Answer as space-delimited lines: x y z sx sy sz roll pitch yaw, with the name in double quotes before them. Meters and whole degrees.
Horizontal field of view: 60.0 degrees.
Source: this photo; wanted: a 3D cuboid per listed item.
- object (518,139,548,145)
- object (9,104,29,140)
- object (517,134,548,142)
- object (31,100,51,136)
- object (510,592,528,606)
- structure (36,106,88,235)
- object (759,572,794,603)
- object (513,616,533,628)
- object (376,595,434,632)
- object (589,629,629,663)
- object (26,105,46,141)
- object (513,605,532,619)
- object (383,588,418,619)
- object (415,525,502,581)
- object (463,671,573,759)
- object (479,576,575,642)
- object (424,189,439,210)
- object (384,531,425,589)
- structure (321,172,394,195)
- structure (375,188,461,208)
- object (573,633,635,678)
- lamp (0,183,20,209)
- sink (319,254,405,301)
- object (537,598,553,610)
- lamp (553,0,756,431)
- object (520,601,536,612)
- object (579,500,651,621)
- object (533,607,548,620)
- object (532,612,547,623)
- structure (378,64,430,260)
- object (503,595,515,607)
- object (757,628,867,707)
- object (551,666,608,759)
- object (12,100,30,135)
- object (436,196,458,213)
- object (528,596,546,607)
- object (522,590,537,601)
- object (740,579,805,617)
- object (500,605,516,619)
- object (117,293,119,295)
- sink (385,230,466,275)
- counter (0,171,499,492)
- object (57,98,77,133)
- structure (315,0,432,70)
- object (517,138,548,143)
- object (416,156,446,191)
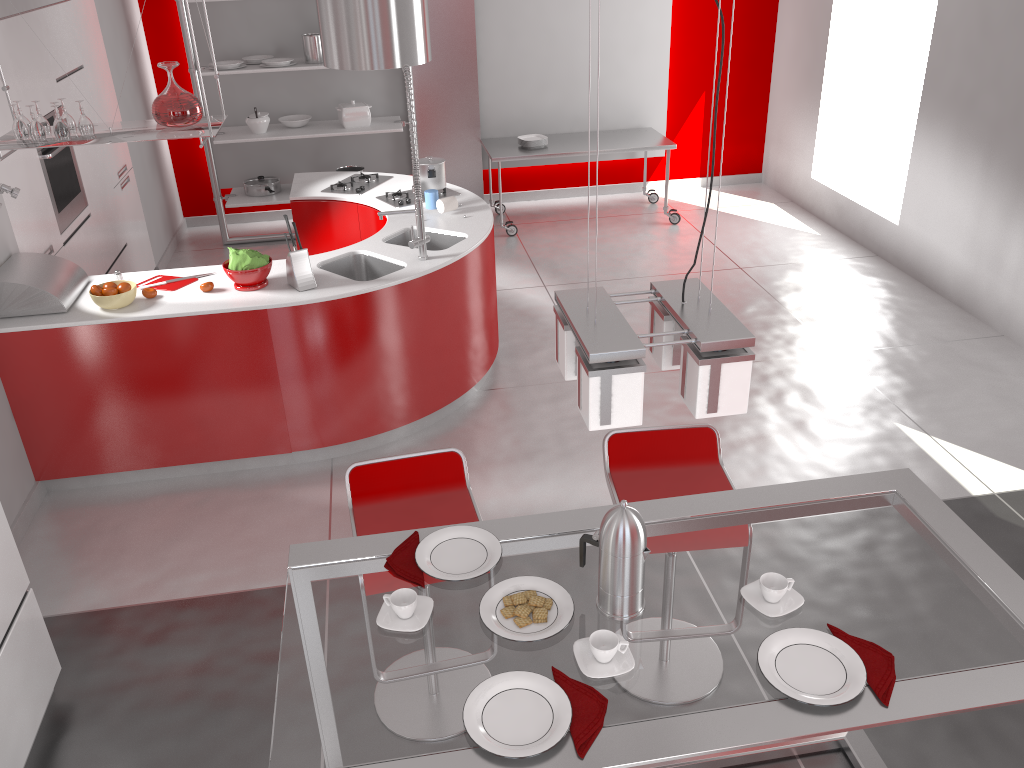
"object" 0.173 -2.039 7.441 0.228 0.020 0.228 -15 31 -23
"object" -2.083 -1.105 3.739 0.060 0.141 0.060 -6 28 -7
"object" 0.173 -2.057 7.431 0.228 0.020 0.228 -15 31 -23
"object" -2.019 -1.137 3.796 0.060 0.141 0.060 -6 28 -7
"object" 0.016 0.494 2.039 0.034 0.006 0.036 -12 29 -18
"structure" -2.538 -1.221 5.025 0.050 0.589 0.599 -6 28 -7
"object" 0.599 0.467 2.008 0.078 0.049 0.062 5 29 13
"object" 0.024 0.529 1.983 0.036 0.006 0.034 -17 31 -26
"object" -0.242 0.522 2.014 0.119 0.016 0.119 3 28 10
"object" 0.200 0.559 1.863 0.078 0.049 0.062 14 32 28
"object" -1.995 -1.091 3.706 0.060 0.141 0.060 -18 32 -27
"object" 0.023 0.513 2.002 0.036 0.006 0.034 12 31 25
"object" -0.250 0.501 2.002 0.078 0.049 0.062 -6 28 -8
"object" -0.132 0.421 2.196 0.217 0.015 0.217 12 31 25
"object" 0.011 0.652 1.749 0.217 0.015 0.217 -19 32 -28
"object" 0.033 0.512 2.013 0.217 0.015 0.217 12 31 25
"object" -0.477 -1.084 5.194 0.080 0.100 0.109 -20 33 -31
"object" -0.269 0.434 2.184 0.095 0.012 0.234 -6 28 -7
"structure" -1.006 -1.321 5.787 0.303 0.037 0.457 8 30 19
"structure" -0.581 -1.182 5.495 0.457 0.037 0.303 -19 32 -29
"object" 0.194 0.578 1.877 0.119 0.016 0.119 -7 28 -10
"lamp" -2.285 -0.812 3.906 0.155 0.081 0.454 -6 28 -7
"sink" -0.749 -0.501 4.485 0.428 0.172 0.326 21 36 37
"object" 0.076 0.503 2.030 0.034 0.006 0.036 4 28 12
"lamp" 0.246 -0.452 1.508 0.304 1.025 0.304 -6 28 -7
"object" 0.036 0.508 2.023 0.036 0.006 0.034 2 28 8
"object" 0.227 0.377 1.963 0.149 0.287 0.113 -2 28 0
"object" 0.064 0.516 1.994 0.034 0.006 0.036 0 28 3
"object" 0.062 0.523 1.993 0.034 0.006 0.036 -4 28 -4
"structure" -0.512 -1.058 4.311 0.178 0.920 0.308 16 33 31
"object" -0.003 0.499 2.043 0.036 0.006 0.034 -6 28 -7
"object" 0.618 0.585 1.833 0.217 0.015 0.217 5 29 14
"object" 0.148 0.641 1.765 0.095 0.012 0.234 -7 28 -8
"object" -2.107 -1.143 3.812 0.060 0.141 0.060 -6 28 -7
"object" -0.382 -1.038 5.118 0.100 0.080 0.109 -22 34 -33
"object" 0.057 0.497 2.030 0.036 0.006 0.034 5 29 14
"object" 0.040 0.491 2.055 0.036 0.006 0.034 -6 28 -8
"object" 0.592 0.487 2.021 0.119 0.016 0.119 -16 31 -25
"object" -0.006 0.516 2.010 0.036 0.006 0.034 -14 30 -22
"object" -1.814 -0.421 4.101 0.065 0.056 0.059 -8 28 -11
"sink" -0.465 -0.694 4.830 0.428 0.172 0.326 13 32 27
"counter" -1.147 -0.370 4.981 1.868 0.880 2.865 10 30 22
"object" -1.927 -1.159 3.829 0.060 0.141 0.060 -6 28 -7
"structure" -0.819 -2.348 5.095 0.644 0.958 0.644 -25 35 -36
"object" 0.173 -2.048 7.436 0.228 0.020 0.228 -15 31 -23
"object" -0.501 -1.307 5.489 0.218 0.185 0.189 22 36 38
